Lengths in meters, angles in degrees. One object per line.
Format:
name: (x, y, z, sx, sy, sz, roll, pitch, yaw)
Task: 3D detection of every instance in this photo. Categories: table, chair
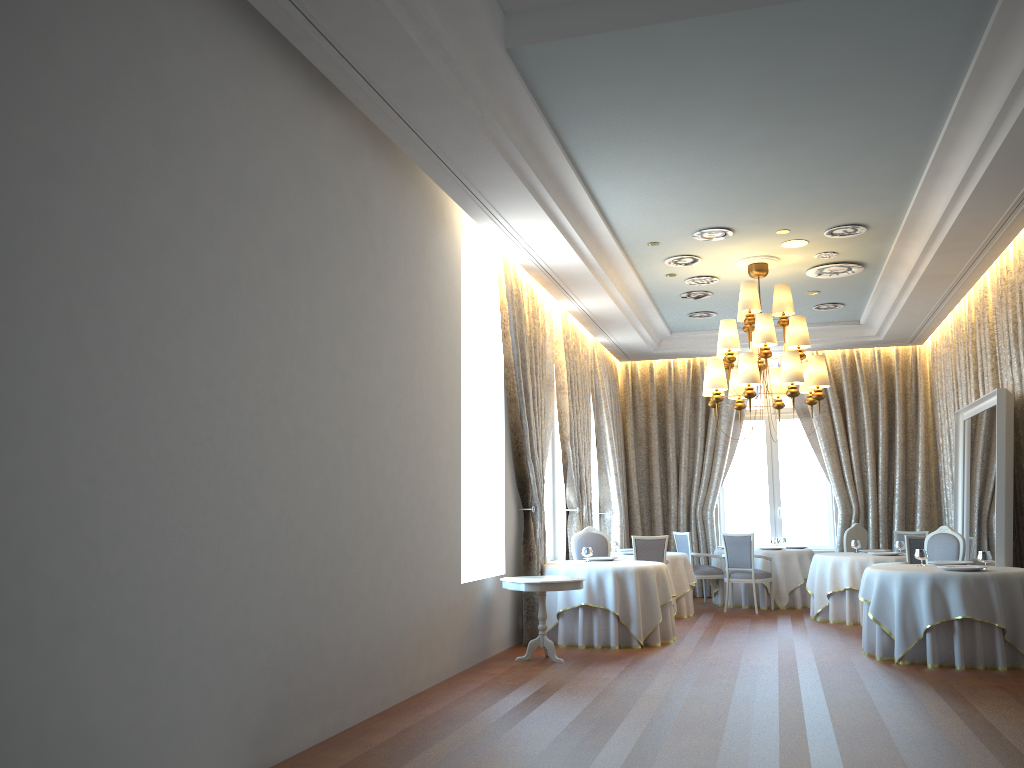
table: (4.247, 2.229, 8.586, 1.663, 0.890, 1.667, -1, -9, 5)
chair: (4.768, 2.364, 10.624, 0.650, 1.108, 0.629, 2, -9, -13)
chair: (4.454, 2.142, 9.497, 0.690, 1.233, 0.563, 3, -9, -23)
chair: (1.040, 2.368, 10.838, 0.563, 1.233, 0.690, 1, -9, -9)
chair: (4.821, 2.663, 13.014, 0.563, 1.233, 0.690, 5, -10, -33)
table: (4.746, 2.675, 11.602, 1.663, 0.890, 1.667, -5, -10, 30)
chair: (3.343, 2.686, 12.709, 0.650, 1.108, 0.629, -6, -10, 31)
chair: (1.708, 2.507, 11.423, 0.650, 1.108, 0.629, 1, -9, -9)
chair: (5.642, 2.651, 12.592, 0.650, 1.108, 0.629, -7, -10, 36)
table: (3.922, 2.997, 13.723, 1.667, 0.890, 1.663, -6, -10, 35)
table: (0.302, 2.289, 8.574, 0.761, 0.801, 0.760, 5, -10, -34)
table: (1.007, 2.462, 9.980, 1.663, 0.890, 1.667, -1, -9, 5)
chair: (2.871, 2.823, 13.603, 0.629, 1.108, 0.650, 2, -9, -18)
table: (1.755, 2.829, 12.484, 1.667, 0.890, 1.663, -2, -9, 10)

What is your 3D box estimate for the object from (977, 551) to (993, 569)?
object: (4.469, 1.663, 8.377, 0.128, 0.165, 0.128, -3, -9, 16)

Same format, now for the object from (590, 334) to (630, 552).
object: (1.633, 1.169, 14.520, 0.386, 4.901, 2.121, -3, -9, 16)

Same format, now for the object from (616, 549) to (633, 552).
object: (1.742, 2.440, 13.015, 0.419, 0.036, 0.419, -3, -9, 15)

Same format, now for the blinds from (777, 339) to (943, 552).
blinds: (5.687, 1.078, 14.433, 2.476, 4.901, 0.386, -3, -9, 16)

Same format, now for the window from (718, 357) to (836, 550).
window: (4.466, 1.170, 15.218, 1.881, 3.306, 0.196, -3, -9, 16)

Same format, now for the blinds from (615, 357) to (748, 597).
blinds: (2.929, 1.219, 15.234, 2.535, 4.901, 0.386, -3, -9, 16)

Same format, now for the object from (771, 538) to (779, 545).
object: (4.047, 2.451, 13.645, 0.128, 0.165, 0.128, -3, -9, 16)

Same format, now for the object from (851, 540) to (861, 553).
object: (4.649, 2.198, 11.979, 0.128, 0.165, 0.128, -3, -9, 16)

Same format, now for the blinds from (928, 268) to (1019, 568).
blinds: (6.166, 0.710, 12.106, 0.238, 4.819, 4.439, -3, -9, 16)

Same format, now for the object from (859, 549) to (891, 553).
object: (4.942, 2.273, 12.063, 0.419, 0.036, 0.419, -3, -9, 15)

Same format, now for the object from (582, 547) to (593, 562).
object: (0.867, 1.962, 10.197, 0.128, 0.165, 0.128, 0, -8, -2)

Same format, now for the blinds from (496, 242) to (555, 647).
blinds: (0.244, 0.479, 10.138, 0.315, 4.930, 2.204, -3, -9, 16)

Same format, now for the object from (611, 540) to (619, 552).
object: (1.487, 2.352, 12.850, 0.128, 0.165, 0.128, -3, -9, 16)

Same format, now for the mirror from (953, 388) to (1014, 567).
mirror: (5.252, 1.467, 9.945, 0.385, 2.564, 2.251, -3, -9, 16)

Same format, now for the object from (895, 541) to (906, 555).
object: (5.025, 2.120, 11.469, 0.128, 0.165, 0.128, -3, -9, 16)

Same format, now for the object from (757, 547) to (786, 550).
object: (3.907, 2.472, 13.344, 0.419, 0.036, 0.419, -3, -9, 15)

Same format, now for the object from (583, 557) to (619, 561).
object: (1.052, 2.064, 10.456, 0.419, 0.036, 0.419, -3, -9, 15)

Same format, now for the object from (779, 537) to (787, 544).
object: (4.281, 2.505, 14.016, 0.128, 0.165, 0.128, -3, -9, 16)

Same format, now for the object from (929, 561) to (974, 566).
object: (4.465, 1.824, 9.025, 0.419, 0.036, 0.419, -3, -9, 15)

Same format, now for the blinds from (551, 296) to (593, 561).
blinds: (0.958, 0.821, 12.466, 0.335, 4.969, 2.257, -3, -9, 16)

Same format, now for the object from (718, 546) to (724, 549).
object: (3.404, 2.542, 13.790, 0.419, 0.036, 0.419, -3, -9, 15)

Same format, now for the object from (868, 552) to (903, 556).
object: (4.748, 2.157, 11.275, 0.419, 0.036, 0.419, -3, -9, 15)

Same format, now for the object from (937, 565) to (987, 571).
object: (4.171, 1.705, 8.212, 0.419, 0.036, 0.419, -3, -9, 15)

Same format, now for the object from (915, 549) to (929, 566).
object: (4.137, 1.752, 8.956, 0.128, 0.165, 0.128, 8, -12, -43)

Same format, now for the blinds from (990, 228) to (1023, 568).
blinds: (4.937, 0.101, 7.954, 0.238, 4.819, 4.439, -3, -9, 16)

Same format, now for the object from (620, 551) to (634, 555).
object: (1.682, 2.303, 12.094, 0.419, 0.036, 0.419, -3, -9, 15)

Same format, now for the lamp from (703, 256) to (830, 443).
lamp: (2.915, -0.404, 10.334, 1.373, 2.121, 1.373, 6, -10, -36)

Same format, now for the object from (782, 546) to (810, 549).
object: (4.387, 2.521, 13.698, 0.419, 0.036, 0.419, -3, -9, 15)

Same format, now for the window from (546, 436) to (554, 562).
window: (0.329, 0.628, 11.368, 0.259, 3.306, 1.882, -3, -9, 16)
